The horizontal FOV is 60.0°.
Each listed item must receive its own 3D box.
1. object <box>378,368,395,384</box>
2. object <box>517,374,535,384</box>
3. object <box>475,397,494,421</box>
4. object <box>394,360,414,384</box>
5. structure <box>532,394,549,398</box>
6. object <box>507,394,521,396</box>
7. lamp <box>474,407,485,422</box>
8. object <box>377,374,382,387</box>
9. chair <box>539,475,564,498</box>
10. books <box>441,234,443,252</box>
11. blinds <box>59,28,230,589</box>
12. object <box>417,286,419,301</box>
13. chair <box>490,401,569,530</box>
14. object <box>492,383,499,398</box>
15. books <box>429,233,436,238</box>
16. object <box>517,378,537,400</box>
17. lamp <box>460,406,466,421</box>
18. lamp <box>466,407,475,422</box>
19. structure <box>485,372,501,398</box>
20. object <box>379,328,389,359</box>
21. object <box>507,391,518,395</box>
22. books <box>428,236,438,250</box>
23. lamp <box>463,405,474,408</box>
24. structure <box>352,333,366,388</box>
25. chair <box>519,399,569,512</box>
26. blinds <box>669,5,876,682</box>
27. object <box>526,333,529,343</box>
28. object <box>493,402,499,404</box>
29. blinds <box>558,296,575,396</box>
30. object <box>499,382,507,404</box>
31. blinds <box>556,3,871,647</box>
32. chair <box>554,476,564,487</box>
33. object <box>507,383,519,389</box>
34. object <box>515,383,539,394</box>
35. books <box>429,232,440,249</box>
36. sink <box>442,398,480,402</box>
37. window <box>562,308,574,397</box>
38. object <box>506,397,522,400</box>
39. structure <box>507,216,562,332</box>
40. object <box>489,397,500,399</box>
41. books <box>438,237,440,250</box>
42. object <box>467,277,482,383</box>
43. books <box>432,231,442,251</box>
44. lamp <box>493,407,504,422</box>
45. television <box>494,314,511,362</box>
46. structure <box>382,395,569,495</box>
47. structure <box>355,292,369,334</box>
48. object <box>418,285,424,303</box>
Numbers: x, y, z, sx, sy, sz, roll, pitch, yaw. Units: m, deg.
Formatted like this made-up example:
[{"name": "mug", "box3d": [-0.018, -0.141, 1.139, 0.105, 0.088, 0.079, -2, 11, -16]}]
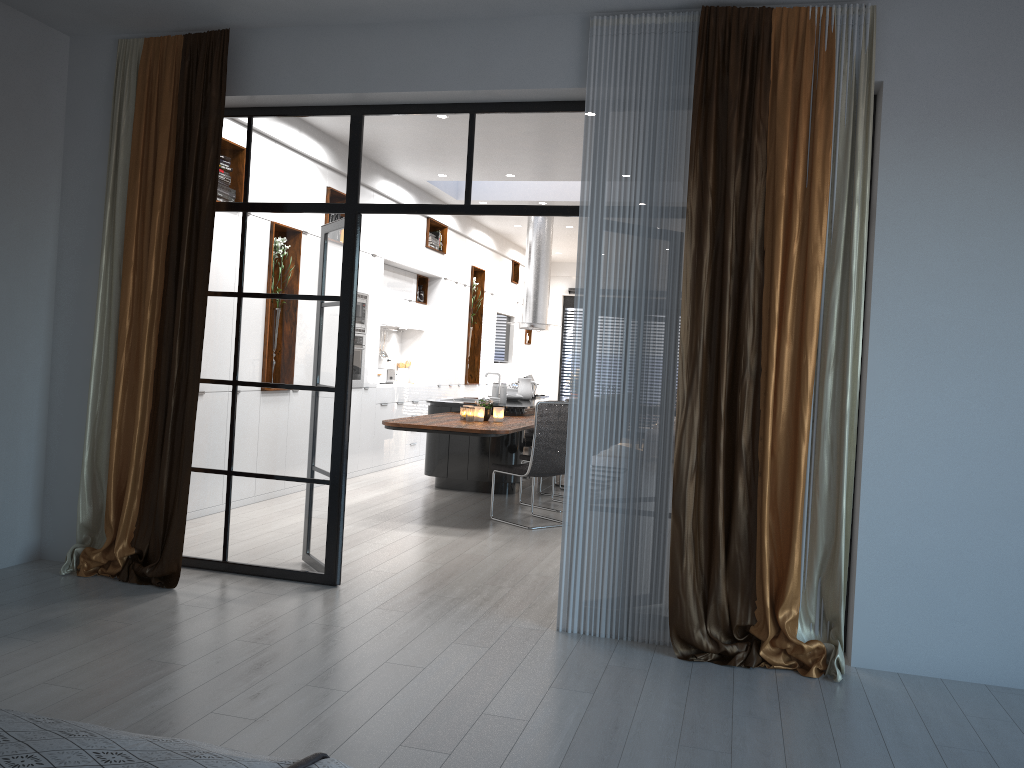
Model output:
[{"name": "object", "box3d": [-1.595, -0.097, 11.211, 0.177, 0.195, 0.260, 3, 1, 15]}, {"name": "object", "box3d": [0.187, -0.025, 11.652, 0.256, 0.212, 0.249, 3, 1, -40]}, {"name": "object", "box3d": [-0.237, 0.217, 7.722, 0.151, 0.206, 0.157, 3, 0, 32]}, {"name": "object", "box3d": [-1.444, -0.160, 11.739, 0.221, 0.316, 0.330, 3, 1, 15]}, {"name": "structure", "box3d": [0.160, 0.146, 11.659, 0.502, 0.026, 0.811, 4, 1, 15]}, {"name": "object", "box3d": [-0.001, 0.130, 10.165, 0.229, 0.016, 0.229, 4, 1, 11]}, {"name": "lamp", "box3d": [-0.281, 0.258, 7.590, 0.095, 0.124, 0.095, 3, 0, 7]}, {"name": "object", "box3d": [-1.683, -0.052, 10.090, 0.380, 0.148, 0.263, 4, 1, 15]}, {"name": "chair", "box3d": [0.615, 0.622, 9.047, 0.537, 1.018, 0.470, 3, 0, 30]}, {"name": "books", "box3d": [-1.018, -1.869, 11.796, 0.210, 0.267, 0.026, 3, 0, 15]}, {"name": "blinds", "box3d": [-2.008, -0.447, 4.898, 0.811, 3.045, 0.254, 3, 0, 14]}, {"name": "object", "box3d": [-1.282, -1.215, 11.602, 0.124, 0.275, 0.124, 3, 0, 3]}, {"name": "chair", "box3d": [0.171, 0.637, 7.348, 0.470, 1.018, 0.537, 3, 0, -40]}, {"name": "object", "box3d": [-0.171, 0.089, 9.112, 0.071, 0.219, 0.071, 3, 0, -21]}, {"name": "books", "box3d": [-1.142, -1.910, 11.420, 0.250, 0.047, 0.307, 3, 1, 10]}, {"name": "object", "box3d": [0.163, 0.060, 10.412, 0.183, 0.254, 0.211, 3, 1, -41]}, {"name": "lamp", "box3d": [-0.407, 0.254, 7.588, 0.078, 0.120, 0.078, 3, 0, -3]}, {"name": "lamp", "box3d": [-0.354, 0.259, 7.506, 0.078, 0.120, 0.078, 3, 0, -3]}, {"name": "structure", "box3d": [-0.212, 0.035, 9.358, 0.177, 0.310, 0.089, 3, 0, 15]}, {"name": "object", "box3d": [-1.633, -0.515, 11.202, 0.069, 0.389, 0.320, 3, 0, 16]}, {"name": "object", "box3d": [0.000, 0.110, 10.165, 0.138, 0.051, 0.138, 3, 1, -5]}, {"name": "books", "box3d": [-1.122, -1.817, 11.435, 0.279, 0.137, 0.345, 3, 1, 10]}, {"name": "lamp", "box3d": [-0.382, 0.250, 7.690, 0.095, 0.124, 0.095, 3, 0, 32]}, {"name": "structure", "box3d": [-1.853, -0.254, 9.269, 0.495, 0.570, 0.595, 3, 1, 15]}, {"name": "chair", "box3d": [0.417, 0.630, 8.253, 0.537, 1.018, 0.470, 3, 0, 45]}, {"name": "blinds", "box3d": [1.180, -0.246, 4.054, 0.811, 3.045, 0.254, 3, 0, 15]}, {"name": "object", "box3d": [0.303, -1.071, 16.597, 0.480, 0.626, 0.315, 3, 0, 6]}, {"name": "object", "box3d": [-0.176, 0.190, 8.962, 0.111, 0.023, 0.111, 4, 1, 27]}, {"name": "blinds", "box3d": [2.235, -0.333, 17.441, 2.585, 2.720, 0.358, 3, 0, 15]}, {"name": "object", "box3d": [-0.089, 0.094, 9.100, 0.071, 0.219, 0.071, 3, 0, 41]}, {"name": "blinds", "box3d": [0.929, -0.257, 4.224, 1.301, 3.068, 0.052, 3, 0, 15]}, {"name": "chair", "box3d": [0.796, 0.617, 9.742, 0.537, 1.018, 0.470, 3, 0, 30]}, {"name": "object", "box3d": [0.030, 0.084, 10.797, 0.211, 0.174, 0.211, 4, 1, 21]}, {"name": "object", "box3d": [0.190, 0.062, 11.653, 0.252, 0.147, 0.266, 3, 1, -32]}, {"name": "books", "box3d": [-1.050, -1.863, 11.637, 0.197, 0.268, 0.026, 3, 0, 15]}, {"name": "sink", "box3d": [-0.420, 0.249, 9.436, 0.485, 0.152, 0.738, 4, 1, 15]}, {"name": "window", "box3d": [5.315, -1.418, 17.015, 8.568, 5.061, 0.462, 3, 0, 13]}, {"name": "object", "box3d": [-0.003, 0.167, 10.165, 0.264, 0.033, 0.264, 2, 2, -39]}, {"name": "structure", "box3d": [0.340, -1.498, 11.659, 0.696, 1.608, 1.043, 3, 0, 14]}, {"name": "object", "box3d": [-0.174, 0.151, 8.962, 0.111, 0.023, 0.111, 4, 1, 27]}, {"name": "books", "box3d": [-1.046, -1.863, 11.662, 0.194, 0.273, 0.025, 3, 0, 15]}, {"name": "object", "box3d": [-0.644, -0.816, 13.303, 0.322, 1.615, 0.322, 3, 0, 40]}, {"name": "books", "box3d": [-1.041, -1.873, 11.721, 0.253, 0.312, 0.030, 3, 0, 15]}, {"name": "lamp", "box3d": [-0.117, 0.266, 7.667, 0.095, 0.124, 0.096, 3, 1, -43]}, {"name": "television", "box3d": [-0.216, -0.770, 15.076, 0.050, 0.805, 1.187, 3, 1, 15]}, {"name": "structure", "box3d": [-0.036, 0.640, 9.555, 1.378, 0.887, 5.639, 3, 1, 15]}, {"name": "structure", "box3d": [-1.842, -0.755, 9.275, 0.459, 0.430, 0.595, 3, 1, 15]}, {"name": "object", "box3d": [-1.235, -1.195, 11.790, 0.123, 0.231, 0.123, 3, 0, 16]}]
